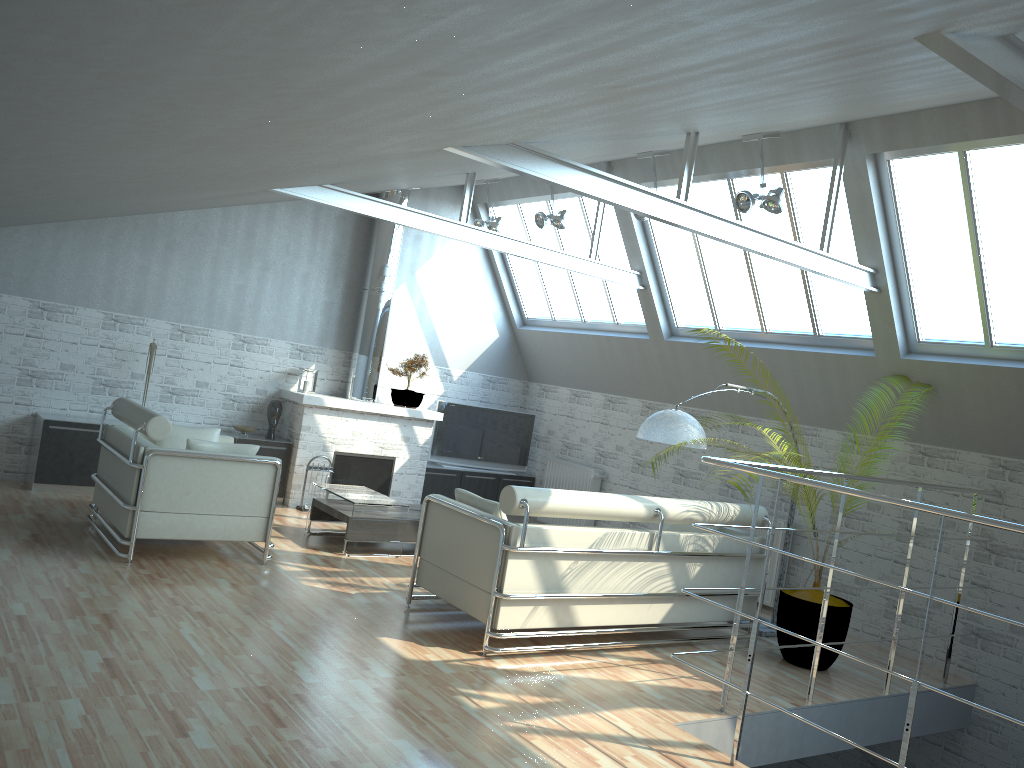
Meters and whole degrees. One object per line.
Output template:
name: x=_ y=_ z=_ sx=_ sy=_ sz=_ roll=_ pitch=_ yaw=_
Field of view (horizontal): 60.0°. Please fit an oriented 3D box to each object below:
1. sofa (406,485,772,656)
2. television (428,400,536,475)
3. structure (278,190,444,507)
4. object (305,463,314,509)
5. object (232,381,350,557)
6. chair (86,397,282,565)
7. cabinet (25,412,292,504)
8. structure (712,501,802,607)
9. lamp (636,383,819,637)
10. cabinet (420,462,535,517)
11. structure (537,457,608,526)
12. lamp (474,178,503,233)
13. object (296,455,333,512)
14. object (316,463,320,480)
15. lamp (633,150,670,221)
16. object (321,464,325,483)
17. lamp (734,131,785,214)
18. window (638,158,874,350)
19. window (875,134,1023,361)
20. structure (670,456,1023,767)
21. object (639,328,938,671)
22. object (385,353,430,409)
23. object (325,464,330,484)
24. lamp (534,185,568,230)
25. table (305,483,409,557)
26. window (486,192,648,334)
sofa: x=1.234 y=2.421 z=12.548 sx=4.866 sy=1.999 sz=2.199 roll=9 pitch=0 yaw=-36
television: x=-0.738 y=1.296 z=21.185 sx=2.577 sy=1.514 sz=0.592 roll=9 pitch=0 yaw=-26
structure: x=-3.000 y=-0.909 z=19.211 sx=3.302 sy=7.180 sz=1.309 roll=9 pitch=0 yaw=-36
object: x=-4.022 y=2.036 z=17.728 sx=0.131 sy=0.916 sz=0.146 roll=9 pitch=0 yaw=-35
object: x=-3.712 y=1.319 z=16.380 sx=1.528 sy=2.558 sz=4.859 roll=9 pitch=0 yaw=-37
chair: x=-4.918 y=1.409 z=13.373 sx=2.201 sy=2.001 sz=2.507 roll=9 pitch=0 yaw=-36
cabinet: x=-6.662 y=1.486 z=17.096 sx=4.572 sy=1.270 sz=0.914 roll=9 pitch=0 yaw=-36
structure: x=4.299 y=3.076 z=16.141 sx=0.508 sy=1.524 sz=1.892 roll=9 pitch=0 yaw=-36
lamp: x=3.704 y=1.949 z=13.659 sx=4.621 sy=3.709 sz=1.015 roll=9 pitch=0 yaw=-29
cabinet: x=-1.053 y=2.527 z=21.188 sx=3.234 sy=1.016 sz=0.908 roll=9 pitch=0 yaw=-36
structure: x=1.354 y=2.584 z=20.319 sx=0.508 sy=1.524 sz=1.892 roll=9 pitch=0 yaw=-36
lamp: x=-0.537 y=-3.812 z=18.917 sx=0.619 sy=1.172 sz=0.808 roll=9 pitch=0 yaw=-31
object: x=-3.943 y=2.002 z=17.959 sx=0.584 sy=1.124 sz=0.412 roll=9 pitch=0 yaw=-36
object: x=-3.911 y=2.062 z=17.814 sx=0.145 sy=0.932 sz=0.065 roll=9 pitch=0 yaw=36
lamp: x=2.351 y=-3.330 z=14.820 sx=0.618 sy=1.172 sz=0.808 roll=9 pitch=0 yaw=-32
object: x=-3.859 y=2.031 z=17.916 sx=0.025 sy=0.855 sz=0.025 roll=9 pitch=0 yaw=-13
lamp: x=3.630 y=-3.117 z=13.006 sx=0.619 sy=1.172 sz=0.808 roll=9 pitch=0 yaw=-31
window: x=4.158 y=-2.227 z=15.494 sx=1.897 sy=2.787 sz=4.651 roll=9 pitch=0 yaw=-36
window: x=7.071 y=-1.742 z=11.361 sx=1.897 sy=2.787 sz=4.651 roll=9 pitch=0 yaw=-36
structure: x=5.812 y=2.783 z=8.891 sx=6.483 sy=2.781 sz=5.366 roll=9 pitch=0 yaw=-36
object: x=3.693 y=1.615 z=12.629 sx=3.777 sy=4.386 sz=5.015 roll=9 pitch=0 yaw=30
object: x=-2.338 y=-0.124 z=19.570 sx=1.115 sy=1.265 sz=0.572 roll=9 pitch=0 yaw=-32
object: x=-3.770 y=2.055 z=17.983 sx=0.026 sy=0.873 sz=0.155 roll=9 pitch=0 yaw=-34
lamp: x=0.731 y=-3.600 z=17.119 sx=0.619 sy=1.172 sz=0.808 roll=9 pitch=0 yaw=-31
table: x=-2.693 y=2.323 z=15.289 sx=1.015 sy=0.867 sz=1.726 roll=9 pitch=0 yaw=-36
window: x=1.244 y=-2.713 z=19.627 sx=1.897 sy=2.787 sz=4.651 roll=9 pitch=0 yaw=-36
